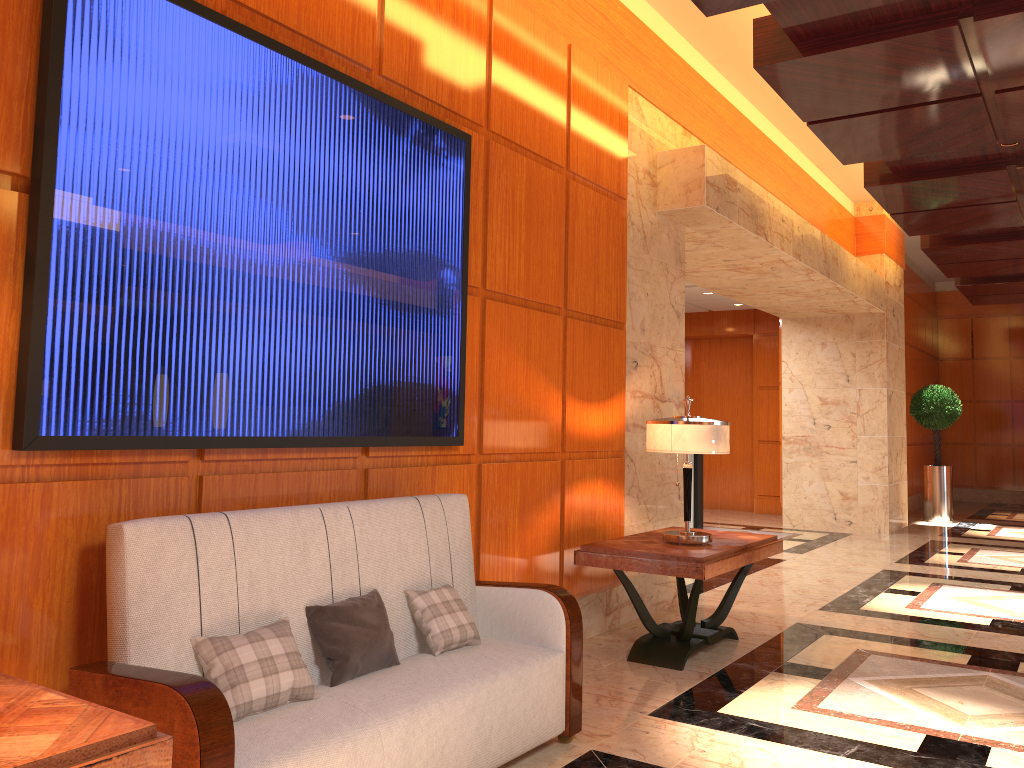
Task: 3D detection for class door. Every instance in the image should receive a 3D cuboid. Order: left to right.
[{"bbox_3d":[3.185,0.600,13.755,1.285,2.706,0.339,-2,-6,33],"label":"door"}]

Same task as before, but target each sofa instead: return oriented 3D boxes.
[{"bbox_3d":[-0.460,0.882,2.931,0.612,0.935,1.794,-2,-4,34],"label":"sofa"}]

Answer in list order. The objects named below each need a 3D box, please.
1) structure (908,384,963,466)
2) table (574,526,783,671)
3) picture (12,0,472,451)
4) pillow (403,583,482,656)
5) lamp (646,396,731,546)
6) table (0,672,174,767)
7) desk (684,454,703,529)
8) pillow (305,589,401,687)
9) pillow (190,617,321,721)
[{"bbox_3d":[6.130,0.846,12.803,0.721,1.718,0.719,0,-5,11],"label":"structure"},{"bbox_3d":[0.970,1.183,4.971,0.725,0.608,1.267,-1,-4,34],"label":"table"},{"bbox_3d":[-0.775,-0.495,3.288,0.056,1.457,1.992,-2,-5,33],"label":"picture"},{"bbox_3d":[-0.253,0.880,3.308,0.202,0.230,0.273,-2,-5,36],"label":"pillow"},{"bbox_3d":[0.969,0.468,4.882,0.458,0.813,0.458,-3,-6,42],"label":"lamp"},{"bbox_3d":[-1.345,0.967,1.458,0.725,0.608,1.267,-1,-4,34],"label":"table"},{"bbox_3d":[1.145,1.143,9.872,0.941,1.145,2.919,-2,-4,33],"label":"desk"},{"bbox_3d":[-0.527,0.843,2.956,0.160,0.254,0.357,-1,-4,30],"label":"pillow"},{"bbox_3d":[-0.742,0.829,2.578,0.195,0.228,0.343,-2,-5,38],"label":"pillow"}]
